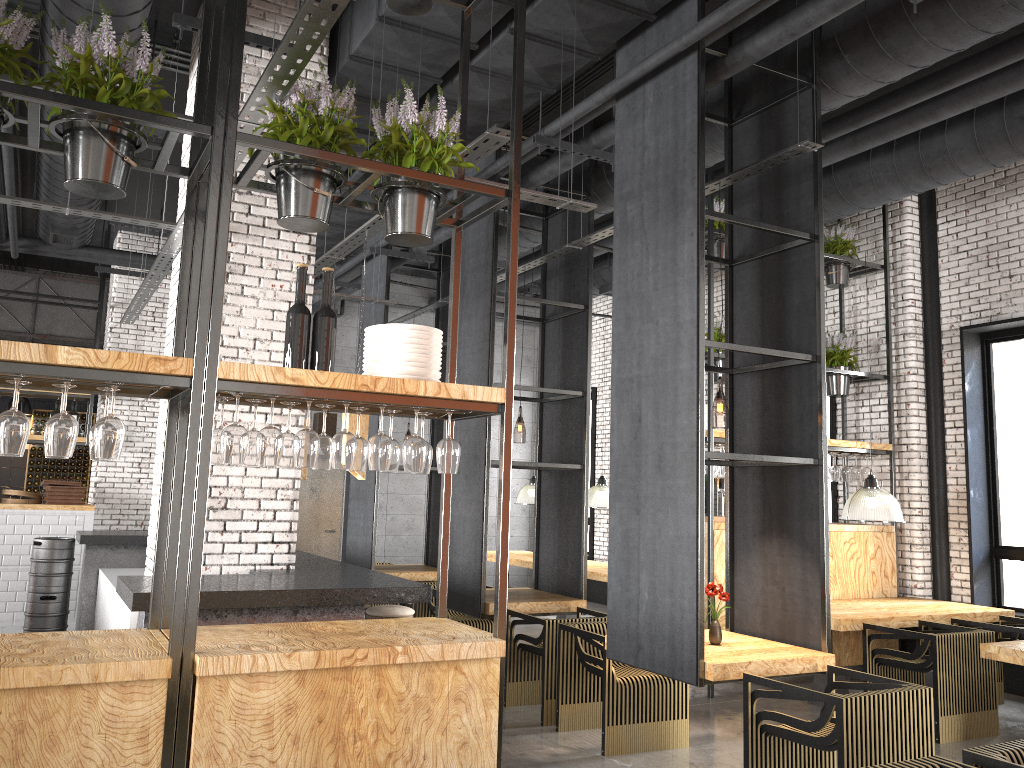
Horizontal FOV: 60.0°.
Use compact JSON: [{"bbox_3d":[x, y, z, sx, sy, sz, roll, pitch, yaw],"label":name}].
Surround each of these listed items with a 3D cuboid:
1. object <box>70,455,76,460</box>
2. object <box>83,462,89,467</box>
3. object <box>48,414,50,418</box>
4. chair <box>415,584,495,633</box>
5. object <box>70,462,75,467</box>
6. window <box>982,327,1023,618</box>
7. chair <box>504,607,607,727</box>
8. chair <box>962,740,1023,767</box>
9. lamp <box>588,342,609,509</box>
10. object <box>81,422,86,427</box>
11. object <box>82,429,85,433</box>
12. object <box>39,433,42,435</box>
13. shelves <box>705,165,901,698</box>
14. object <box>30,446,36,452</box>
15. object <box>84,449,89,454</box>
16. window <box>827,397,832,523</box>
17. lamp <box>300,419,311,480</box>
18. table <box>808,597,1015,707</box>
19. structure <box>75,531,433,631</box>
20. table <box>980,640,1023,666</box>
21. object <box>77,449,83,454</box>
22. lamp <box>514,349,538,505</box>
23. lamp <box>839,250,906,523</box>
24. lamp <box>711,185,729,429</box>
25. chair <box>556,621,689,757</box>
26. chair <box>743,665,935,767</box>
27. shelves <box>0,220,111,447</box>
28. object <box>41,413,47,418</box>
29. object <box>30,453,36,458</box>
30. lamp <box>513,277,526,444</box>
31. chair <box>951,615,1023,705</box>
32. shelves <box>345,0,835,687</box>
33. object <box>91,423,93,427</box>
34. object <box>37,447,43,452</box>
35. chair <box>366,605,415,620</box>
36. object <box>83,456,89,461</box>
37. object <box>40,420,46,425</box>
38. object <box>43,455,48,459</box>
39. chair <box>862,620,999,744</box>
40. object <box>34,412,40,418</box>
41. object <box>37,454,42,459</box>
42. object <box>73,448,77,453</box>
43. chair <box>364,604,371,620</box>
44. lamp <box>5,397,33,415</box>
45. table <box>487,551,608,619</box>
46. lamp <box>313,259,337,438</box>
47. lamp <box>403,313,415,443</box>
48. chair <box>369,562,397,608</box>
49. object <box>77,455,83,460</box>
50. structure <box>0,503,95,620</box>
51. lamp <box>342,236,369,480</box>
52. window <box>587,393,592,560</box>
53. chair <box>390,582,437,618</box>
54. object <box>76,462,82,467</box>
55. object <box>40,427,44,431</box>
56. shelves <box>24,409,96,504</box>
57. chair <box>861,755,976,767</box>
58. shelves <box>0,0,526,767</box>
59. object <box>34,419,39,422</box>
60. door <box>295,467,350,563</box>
[{"bbox_3d":[-6.893,1.156,13.934,0.079,0.079,0.283,6,-8,-28],"label":"object"},{"bbox_3d":[-6.740,1.279,14.024,0.079,0.079,0.283,6,-8,-28],"label":"object"},{"bbox_3d":[-7.214,0.499,13.865,0.079,0.079,0.283,6,-8,-28],"label":"object"},{"bbox_3d":[-0.489,2.278,8.305,0.656,0.732,0.637,6,-9,-29],"label":"chair"},{"bbox_3d":[-6.895,1.260,13.916,0.079,0.079,0.283,6,-8,-28],"label":"object"},{"bbox_3d":[4.684,0.795,8.154,0.364,2.706,0.747,6,-9,-28],"label":"window"},{"bbox_3d":[0.378,2.105,6.691,0.656,0.732,0.637,6,-9,-26],"label":"chair"},{"bbox_3d":[2.092,1.713,3.106,0.656,0.732,0.637,6,-9,-29],"label":"chair"},{"bbox_3d":[1.157,0.351,11.212,0.536,2.413,0.535,1,-8,8],"label":"lamp"},{"bbox_3d":[-6.798,0.644,14.063,0.079,0.079,0.283,6,-8,-28],"label":"object"},{"bbox_3d":[-6.806,0.749,14.055,0.079,0.079,0.283,6,-8,-28],"label":"object"},{"bbox_3d":[-7.307,0.804,13.776,0.079,0.079,0.283,6,-8,-28],"label":"object"},{"bbox_3d":[2.576,0.232,8.485,2.330,5.033,0.688,6,-9,-28],"label":"shelves"},{"bbox_3d":[-7.393,1.004,13.694,0.079,0.079,0.283,6,-8,-28],"label":"object"},{"bbox_3d":[-6.733,1.070,14.054,0.079,0.079,0.283,6,-8,-28],"label":"object"},{"bbox_3d":[3.553,1.017,10.232,0.364,2.706,0.747,6,-9,-28],"label":"window"},{"bbox_3d":[-1.565,-0.063,6.636,0.127,1.551,0.127,6,-9,-28],"label":"lamp"},{"bbox_3d":[3.143,2.281,7.516,2.114,0.765,0.998,6,-8,-28],"label":"table"},{"bbox_3d":[-3.718,1.558,6.435,4.306,1.538,5.865,6,-8,-28],"label":"structure"},{"bbox_3d":[4.147,2.083,5.671,2.114,0.765,0.998,6,-8,-28],"label":"table"},{"bbox_3d":[-6.823,1.063,14.024,0.079,0.079,0.283,6,-8,-28],"label":"object"},{"bbox_3d":[0.336,0.513,12.717,0.536,2.413,0.535,0,-8,14],"label":"lamp"},{"bbox_3d":[3.138,-0.010,7.800,0.536,2.413,0.535,1,-8,8],"label":"lamp"},{"bbox_3d":[1.310,-0.519,5.587,0.108,1.603,0.108,-4,-10,33],"label":"lamp"},{"bbox_3d":[0.745,2.032,6.017,0.656,0.732,0.637,6,-9,-25],"label":"chair"},{"bbox_3d":[1.630,1.866,4.452,0.656,0.732,0.637,6,-9,-29],"label":"chair"},{"bbox_3d":[-7.939,-0.960,10.374,5.672,3.075,0.596,6,-9,-28],"label":"shelves"},{"bbox_3d":[-7.305,0.493,13.835,0.079,0.079,0.283,6,-8,-28],"label":"object"},{"bbox_3d":[-7.408,1.110,13.701,0.079,0.079,0.283,6,-8,-28],"label":"object"},{"bbox_3d":[0.091,-0.279,7.827,0.108,1.603,0.108,-1,-9,18],"label":"lamp"},{"bbox_3d":[3.995,2.271,7.076,0.656,0.732,0.637,6,-9,-30],"label":"chair"},{"bbox_3d":[0.057,-0.245,7.836,1.002,4.379,6.136,6,-9,-28],"label":"shelves"},{"bbox_3d":[-6.708,0.651,14.094,0.079,0.079,0.283,6,-8,-28],"label":"object"},{"bbox_3d":[-7.303,1.010,13.726,0.079,0.079,0.283,6,-8,-28],"label":"object"},{"bbox_3d":[-0.844,1.948,6.113,0.480,0.808,0.438,8,-10,-39],"label":"chair"},{"bbox_3d":[-6.746,1.176,14.056,0.079,0.079,0.283,6,-8,-28],"label":"object"},{"bbox_3d":[-7.289,0.593,13.786,0.079,0.079,0.283,6,-8,-28],"label":"object"},{"bbox_3d":[-7.225,1.123,13.758,0.079,0.079,0.283,6,-8,-28],"label":"object"},{"bbox_3d":[3.088,2.178,6.573,0.656,0.732,0.637,6,-9,-28],"label":"chair"},{"bbox_3d":[-7.371,0.481,13.761,0.079,0.079,0.283,6,-8,-28],"label":"object"},{"bbox_3d":[-7.317,1.117,13.731,0.079,0.079,0.283,6,-8,-28],"label":"object"},{"bbox_3d":[-6.899,1.054,13.966,0.079,0.079,0.283,6,-8,-28],"label":"object"},{"bbox_3d":[-1.236,2.034,6.909,0.439,0.808,0.479,-1,-8,20],"label":"chair"},{"bbox_3d":[-7.570,-0.003,13.689,0.390,0.940,0.389,6,-9,-25],"label":"lamp"},{"bbox_3d":[0.715,2.701,11.512,0.999,0.765,4.128,6,-8,-28],"label":"table"},{"bbox_3d":[-1.253,-0.199,6.079,0.127,1.399,0.127,6,-9,-28],"label":"lamp"},{"bbox_3d":[-1.152,-0.034,10.110,0.108,1.603,0.108,1,-8,4],"label":"lamp"},{"bbox_3d":[-1.696,2.515,10.521,0.656,0.732,0.637,6,-9,-29],"label":"chair"},{"bbox_3d":[-6.819,1.166,13.995,0.079,0.079,0.283,6,-8,-28],"label":"object"},{"bbox_3d":[-7.959,1.956,9.909,5.795,1.350,1.508,6,-9,-28],"label":"structure"},{"bbox_3d":[-0.947,-0.185,5.500,0.127,1.551,0.127,6,-9,-28],"label":"lamp"},{"bbox_3d":[1.265,1.468,14.436,0.364,2.706,0.747,6,-9,-28],"label":"window"},{"bbox_3d":[-0.825,2.349,8.964,0.656,0.732,0.637,6,-9,-27],"label":"chair"},{"bbox_3d":[-6.830,1.272,13.994,0.079,0.079,0.283,6,-8,-28],"label":"object"},{"bbox_3d":[-7.304,0.700,13.791,0.079,0.079,0.283,6,-8,-28],"label":"object"},{"bbox_3d":[-7.111,1.503,13.868,0.888,2.154,0.250,6,-9,-28],"label":"shelves"},{"bbox_3d":[1.383,1.641,2.714,0.656,0.732,0.637,6,-9,-28],"label":"chair"},{"bbox_3d":[-1.716,-0.579,3.112,3.656,5.033,0.688,6,-9,-28],"label":"shelves"},{"bbox_3d":[-7.391,0.589,13.776,0.079,0.079,0.283,6,-8,-28],"label":"object"},{"bbox_3d":[-2.975,2.096,13.058,1.119,2.109,0.158,6,-9,-28],"label":"door"}]
